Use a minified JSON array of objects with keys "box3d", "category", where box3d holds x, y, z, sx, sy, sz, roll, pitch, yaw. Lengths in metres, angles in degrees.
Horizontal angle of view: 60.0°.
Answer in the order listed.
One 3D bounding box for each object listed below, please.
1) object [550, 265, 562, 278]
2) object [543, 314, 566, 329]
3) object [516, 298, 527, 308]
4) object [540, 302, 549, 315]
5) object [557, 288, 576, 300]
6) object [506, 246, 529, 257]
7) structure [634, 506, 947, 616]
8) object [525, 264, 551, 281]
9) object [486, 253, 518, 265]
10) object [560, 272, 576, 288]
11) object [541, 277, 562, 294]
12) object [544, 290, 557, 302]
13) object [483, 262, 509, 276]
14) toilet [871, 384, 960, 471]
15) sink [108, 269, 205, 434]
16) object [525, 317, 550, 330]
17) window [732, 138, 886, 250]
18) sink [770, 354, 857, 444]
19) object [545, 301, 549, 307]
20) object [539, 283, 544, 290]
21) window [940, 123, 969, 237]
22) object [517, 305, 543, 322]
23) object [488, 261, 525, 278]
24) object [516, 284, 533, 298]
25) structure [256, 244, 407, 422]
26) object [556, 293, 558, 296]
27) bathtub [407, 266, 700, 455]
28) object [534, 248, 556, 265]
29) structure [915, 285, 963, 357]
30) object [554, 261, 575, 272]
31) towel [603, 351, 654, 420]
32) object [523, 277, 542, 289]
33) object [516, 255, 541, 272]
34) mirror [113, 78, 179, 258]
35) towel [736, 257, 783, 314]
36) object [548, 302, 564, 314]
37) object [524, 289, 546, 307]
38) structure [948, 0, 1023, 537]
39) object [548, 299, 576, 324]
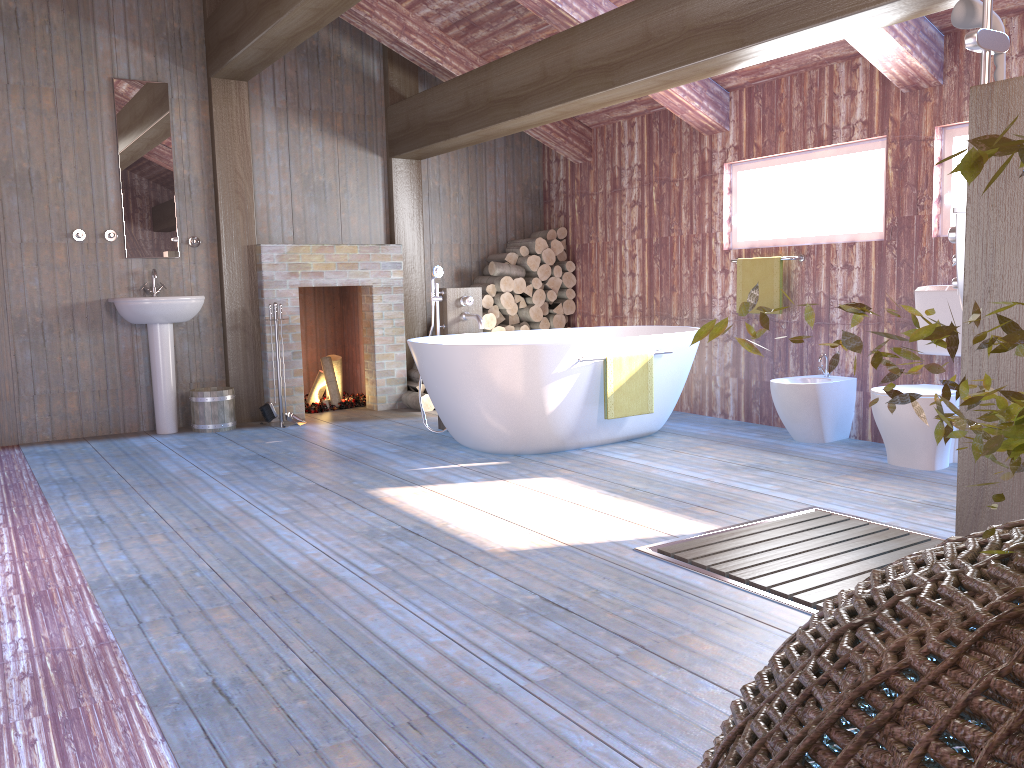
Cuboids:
[{"box3d":[0.273,-0.966,7.647,0.089,0.106,0.437,-5,8,-31],"category":"object"},{"box3d":[0.280,-0.544,7.703,0.137,0.133,0.437,-6,8,-34],"category":"object"},{"box3d":[0.021,-0.691,7.518,0.085,0.096,0.280,-5,8,-31],"category":"object"},{"box3d":[0.183,-0.649,7.605,0.111,0.118,0.302,-6,8,-33],"category":"object"},{"box3d":[0.385,-0.789,7.737,0.102,0.109,0.438,-5,8,-32],"category":"object"},{"box3d":[0.045,-1.116,7.476,0.094,0.097,0.227,-5,8,-31],"category":"object"},{"box3d":[1.132,0.628,3.082,1.000,0.067,1.000,-6,8,-32],"category":"structure"},{"box3d":[0.154,-0.942,7.576,0.143,0.151,0.440,-5,8,-32],"category":"object"},{"box3d":[-0.083,-1.048,7.528,0.140,0.121,0.319,-5,8,-30],"category":"object"},{"box3d":[0.372,-0.907,7.722,0.147,0.152,0.439,-5,8,-32],"category":"object"},{"box3d":[0.232,-0.849,7.668,0.172,0.151,0.482,-5,8,-31],"category":"object"},{"box3d":[0.221,-0.763,7.633,0.102,0.109,0.438,-5,8,-32],"category":"object"},{"box3d":[-0.125,-0.959,7.508,0.113,0.130,0.291,-5,8,-31],"category":"object"},{"box3d":[2.077,0.221,4.525,0.534,0.400,0.375,-5,8,-31],"category":"toilet"},{"box3d":[-2.385,-0.217,6.071,0.582,1.143,0.475,-6,8,-32],"category":"sink"},{"box3d":[0.192,-0.522,7.611,0.114,0.113,0.301,-6,8,-34],"category":"object"},{"box3d":[1.850,-1.163,5.570,0.054,0.587,1.255,-5,8,-31],"category":"window"},{"box3d":[1.758,0.087,5.242,0.515,0.517,0.335,-5,8,-31],"category":"sink"},{"box3d":[0.240,-0.681,7.640,0.065,0.069,0.177,-6,8,-33],"category":"object"},{"box3d":[0.166,-0.815,7.569,0.095,0.090,0.278,-5,8,-30],"category":"object"},{"box3d":[2.659,-1.033,4.258,0.054,0.587,1.255,-5,8,-31],"category":"window"},{"box3d":[0.079,-0.605,7.559,0.141,0.143,0.437,-6,8,-34],"category":"object"},{"box3d":[-0.042,-0.936,7.329,0.302,0.157,0.121,-5,8,-31],"category":"object"},{"box3d":[0.018,-0.780,7.500,0.109,0.124,0.424,-6,8,-33],"category":"object"},{"box3d":[-1.382,-0.408,6.857,1.130,1.330,0.226,-6,8,-32],"category":"structure"},{"box3d":[0.309,-0.787,7.742,0.088,0.092,0.280,-5,8,-31],"category":"object"},{"box3d":[0.319,-0.200,5.500,1.935,1.109,1.460,-3,7,-10],"category":"bathtub"},{"box3d":[0.184,-1.080,7.582,0.141,0.143,0.437,-6,8,-34],"category":"object"},{"box3d":[2.301,-0.331,4.606,0.182,0.363,0.358,-5,8,-31],"category":"structure"},{"box3d":[0.383,-1.020,7.713,0.102,0.109,0.438,-5,8,-32],"category":"object"},{"box3d":[0.671,0.006,5.064,0.370,0.361,0.032,-6,8,-36],"category":"towel"},{"box3d":[0.092,-0.857,7.539,0.102,0.109,0.438,-5,8,-32],"category":"object"},{"box3d":[0.060,-1.024,7.528,0.139,0.148,0.458,-5,8,-32],"category":"object"},{"box3d":[-2.515,-1.473,6.113,0.350,1.199,0.009,-6,8,-32],"category":"mirror"},{"box3d":[1.598,-0.635,5.732,0.032,0.361,0.370,-5,8,-32],"category":"towel"},{"box3d":[0.282,-0.660,7.684,0.115,0.112,0.423,-5,8,-32],"category":"object"},{"box3d":[0.112,-0.732,7.569,0.136,0.157,0.439,-5,8,-31],"category":"object"},{"box3d":[1.412,-0.435,2.510,0.328,2.209,0.522,-3,7,-11],"category":"structure"},{"box3d":[0.375,-0.624,7.758,0.137,0.256,0.439,-5,8,-32],"category":"object"}]
